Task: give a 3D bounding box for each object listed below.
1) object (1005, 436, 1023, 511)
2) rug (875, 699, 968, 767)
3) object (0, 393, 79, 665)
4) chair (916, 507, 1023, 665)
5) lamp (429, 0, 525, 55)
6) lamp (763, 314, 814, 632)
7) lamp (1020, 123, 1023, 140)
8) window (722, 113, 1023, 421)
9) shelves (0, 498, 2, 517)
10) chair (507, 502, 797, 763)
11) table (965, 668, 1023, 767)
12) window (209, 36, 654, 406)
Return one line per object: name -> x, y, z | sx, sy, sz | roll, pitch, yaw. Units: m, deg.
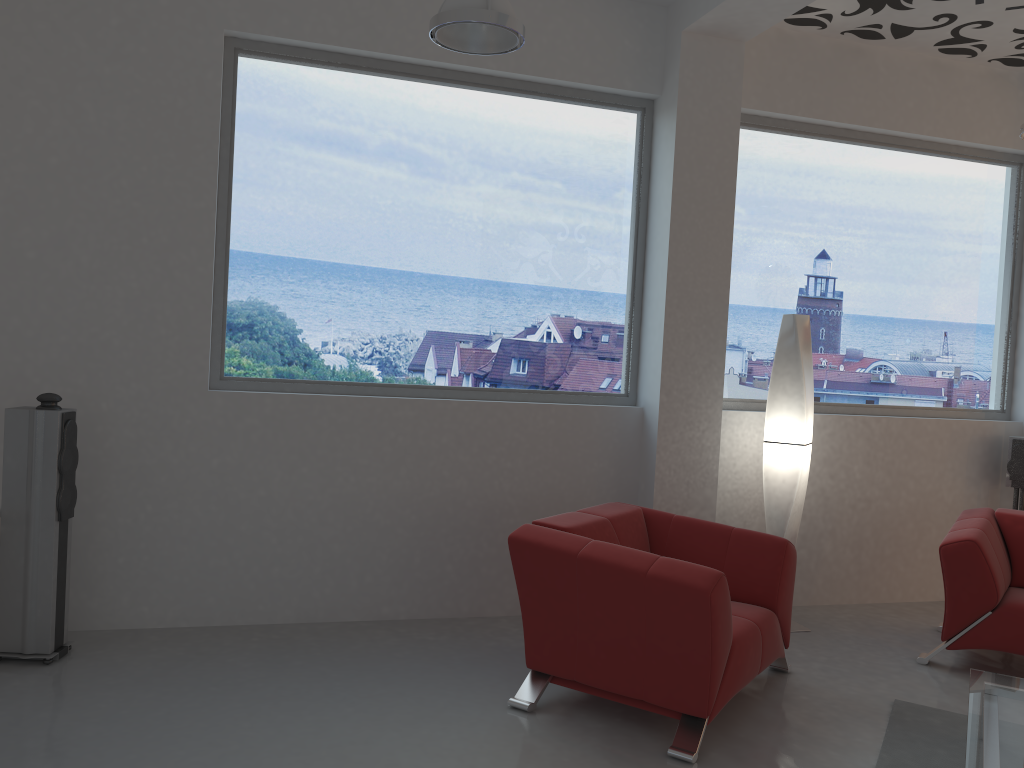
object -> 3.299, 0.901, 5.788 | 0.214, 1.112, 0.229 | 5, 2, 38
rug -> 2.069, 1.481, 2.842 | 1.700, 0.025, 1.700 | 4, 2, 28
object -> -2.112, 0.628, 3.944 | 0.273, 1.184, 0.255 | 3, 2, -2
chair -> 2.864, 1.105, 4.542 | 1.288, 0.738, 0.951 | 4, 2, 33
lamp -> -0.117, -1.767, 3.502 | 0.379, 0.800, 0.379 | 4, 2, 23
lamp -> 1.566, 0.495, 5.065 | 0.313, 1.779, 0.313 | 2, 2, -25
lamp -> 2.751, -1.638, 4.373 | 0.379, 0.800, 0.379 | 4, 2, 12
window -> 2.300, -0.699, 5.739 | 2.400, 1.800, 0.100 | 3, 2, -17
shelves -> -1.890, 0.685, 1.509 | 0.650, 0.050, 5.500 | 3, 2, -17
chair -> 0.669, 1.002, 4.005 | 0.951, 0.738, 1.288 | 4, 2, 33
table -> 2.067, 1.335, 2.843 | 1.097, 0.286, 1.162 | 4, 2, 28
window -> -0.376, -0.820, 4.925 | 2.400, 1.800, 0.100 | 3, 2, -17
